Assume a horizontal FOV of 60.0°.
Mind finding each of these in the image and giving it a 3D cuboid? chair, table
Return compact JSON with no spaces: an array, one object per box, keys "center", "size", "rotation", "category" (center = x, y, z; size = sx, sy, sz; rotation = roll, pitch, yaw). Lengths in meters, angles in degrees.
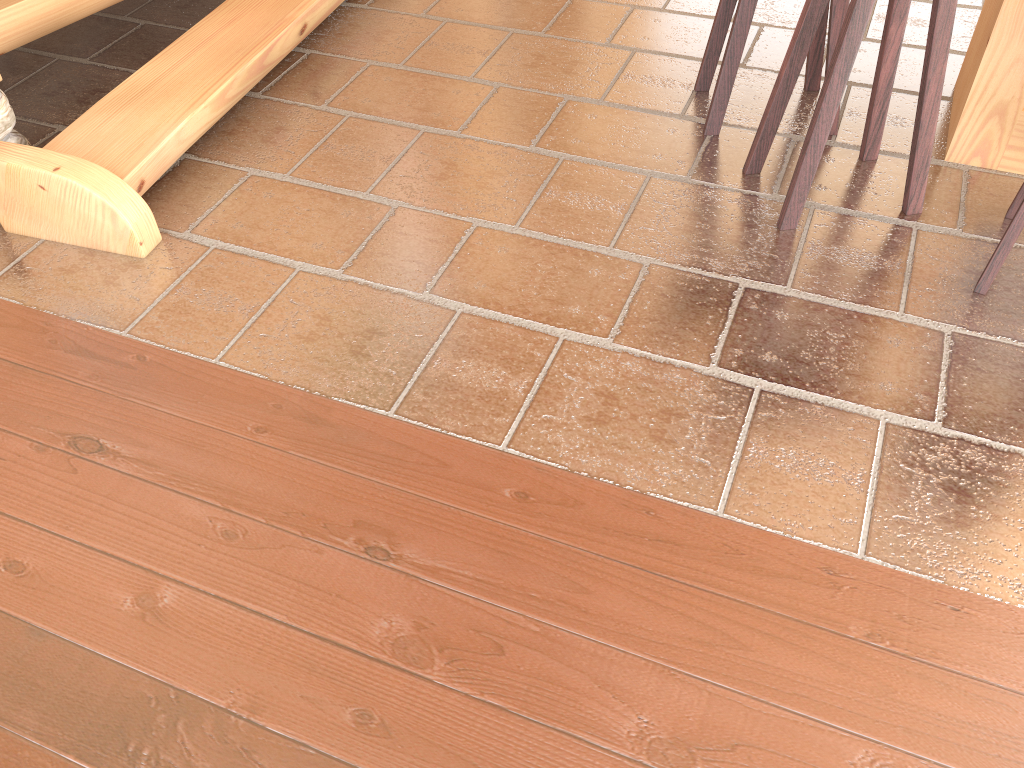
[{"center":[0.954,-1.060,2.312],"size":[0.504,1.319,0.406],"rotation":[-8,46,-5],"category":"chair"},{"center":[1.500,-0.771,2.014],"size":[0.406,1.319,0.504],"rotation":[24,51,23],"category":"chair"},{"center":[2.733,-1.143,2.369],"size":[3.220,1.257,1.196],"rotation":[16,49,16],"category":"table"},{"center":[0.845,-1.426,2.667],"size":[0.504,1.319,0.406],"rotation":[1,46,3],"category":"chair"}]

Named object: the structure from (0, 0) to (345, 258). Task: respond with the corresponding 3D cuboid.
[{"center":[-1.539,-2.374,3.448],"size":[1.951,1.643,3.604],"rotation":[11,48,12],"category":"structure"}]
